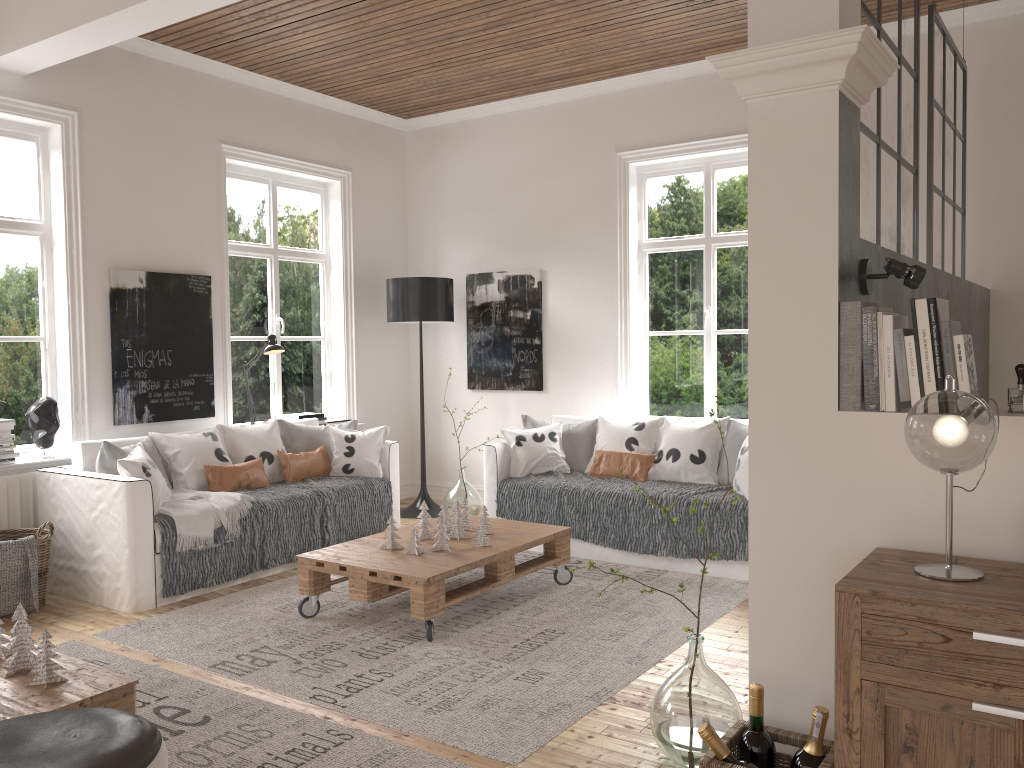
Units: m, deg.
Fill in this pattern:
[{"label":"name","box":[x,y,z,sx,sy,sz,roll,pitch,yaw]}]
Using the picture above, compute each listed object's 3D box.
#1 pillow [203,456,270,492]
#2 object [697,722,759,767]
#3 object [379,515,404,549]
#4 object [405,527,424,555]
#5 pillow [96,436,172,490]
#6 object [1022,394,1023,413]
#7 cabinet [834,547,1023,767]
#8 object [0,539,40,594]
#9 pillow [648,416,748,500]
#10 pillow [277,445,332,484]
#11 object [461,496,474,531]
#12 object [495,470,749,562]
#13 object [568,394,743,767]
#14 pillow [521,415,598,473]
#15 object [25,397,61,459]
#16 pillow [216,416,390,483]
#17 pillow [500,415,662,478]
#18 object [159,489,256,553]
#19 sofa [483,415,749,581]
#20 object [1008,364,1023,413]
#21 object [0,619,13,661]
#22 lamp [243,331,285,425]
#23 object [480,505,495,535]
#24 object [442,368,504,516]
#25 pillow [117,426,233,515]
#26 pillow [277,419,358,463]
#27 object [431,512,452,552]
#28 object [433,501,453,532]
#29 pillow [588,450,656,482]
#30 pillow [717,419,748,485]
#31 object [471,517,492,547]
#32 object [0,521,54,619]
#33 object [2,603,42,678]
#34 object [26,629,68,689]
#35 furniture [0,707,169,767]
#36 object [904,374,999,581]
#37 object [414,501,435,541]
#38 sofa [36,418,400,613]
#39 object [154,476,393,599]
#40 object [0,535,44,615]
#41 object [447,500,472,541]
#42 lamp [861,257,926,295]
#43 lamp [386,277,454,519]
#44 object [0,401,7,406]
[{"label":"pillow","box":[-1.589,0.554,5.149,0.116,0.220,0.414,1,3,35]},{"label":"object","box":[0.585,0.978,2.105,0.284,0.332,0.095,0,3,13]},{"label":"object","box":[-0.566,0.698,4.186,0.093,0.161,0.088,2,3,43]},{"label":"object","box":[-0.449,0.720,4.082,0.068,0.124,0.072,0,3,19]},{"label":"pillow","box":[-2.035,0.489,4.738,0.282,0.431,0.541,0,3,8]},{"label":"object","box":[1.200,0.021,2.026,0.058,0.102,0.032,1,3,29]},{"label":"cabinet","box":[1.376,0.792,1.614,1.432,0.750,0.408,1,3,34]},{"label":"object","box":[-2.474,0.883,4.241,0.303,0.332,0.367,0,3,25]},{"label":"pillow","box":[1.194,0.425,5.071,0.403,0.450,1.081,-2,3,-32]},{"label":"pillow","box":[-1.285,0.508,5.553,0.117,0.235,0.414,1,3,33]},{"label":"object","box":[-0.242,0.668,4.605,0.090,0.176,0.090,-1,3,-4]},{"label":"object","box":[0.772,0.732,5.270,1.704,0.390,0.656,1,3,34]},{"label":"object","box":[0.428,0.586,2.653,0.515,1.117,0.275,-1,3,1]},{"label":"pillow","box":[0.322,0.412,5.792,0.541,0.431,0.282,0,3,8]},{"label":"object","box":[-2.575,0.239,4.874,0.171,0.340,0.177,-2,3,-20]},{"label":"pillow","box":[-1.314,0.434,5.609,1.081,0.450,0.403,-2,3,-32]},{"label":"pillow","box":[0.434,0.419,5.616,1.020,0.414,0.417,0,3,16]},{"label":"object","box":[-1.734,0.691,4.804,0.729,0.255,0.588,1,3,38]},{"label":"sofa","box":[0.848,0.620,5.390,1.960,0.776,0.866,1,3,34]},{"label":"object","box":[1.206,0.011,2.100,0.058,0.117,0.032,0,3,8]},{"label":"object","box":[-1.604,0.786,2.767,0.079,0.137,0.075,-1,3,-7]},{"label":"lamp","box":[-1.691,-0.005,6.015,0.439,0.703,0.196,1,3,34]},{"label":"object","box":[-0.137,0.686,4.491,0.075,0.147,0.075,-2,3,-24]},{"label":"object","box":[-0.267,0.431,6.411,0.515,1.117,0.275,-3,3,-39]},{"label":"pillow","box":[-1.859,0.482,4.850,0.417,0.414,1.020,0,3,16]},{"label":"pillow","box":[-1.273,0.435,5.805,0.546,0.437,0.292,-2,3,-23]},{"label":"object","box":[-0.332,0.688,4.159,0.097,0.178,0.103,-1,3,-3]},{"label":"object","box":[-0.345,0.678,4.552,0.095,0.164,0.090,1,3,41]},{"label":"pillow","box":[0.662,0.504,5.391,0.420,0.179,0.127,1,3,36]},{"label":"pillow","box":[1.391,0.434,5.030,0.292,0.437,0.546,-2,3,-23]},{"label":"object","box":[-0.143,0.701,4.216,0.072,0.142,0.073,1,3,42]},{"label":"object","box":[-2.443,0.885,4.306,0.393,0.432,0.393,-2,3,-34]},{"label":"object","box":[-1.470,0.755,2.665,0.111,0.204,0.118,-2,3,-32]},{"label":"object","box":[-1.337,0.780,2.546,0.082,0.160,0.082,0,3,23]},{"label":"furniture","box":[-1.006,0.970,1.890,0.518,0.430,0.518,1,3,37]},{"label":"object","box":[1.023,0.505,1.987,0.395,1.062,0.180,-3,3,-41]},{"label":"object","box":[-0.436,0.671,4.402,0.112,0.193,0.106,-2,3,-28]},{"label":"sofa","box":[-1.614,0.659,5.242,0.866,0.776,1.960,1,3,34]},{"label":"object","box":[-1.477,0.807,5.169,0.651,0.423,1.680,1,3,34]},{"label":"object","box":[-2.421,0.898,4.268,0.290,0.356,0.349,-2,3,-27]},{"label":"object","box":[-0.269,0.668,4.396,0.107,0.195,0.113,1,3,41]},{"label":"lamp","box":[1.037,-0.294,2.401,0.156,0.101,0.101,1,3,34]},{"label":"lamp","box":[-0.677,0.095,6.671,0.499,1.754,0.499,1,3,31]},{"label":"object","box":[-2.742,0.101,4.625,0.177,0.161,0.092,-1,3,2]}]
